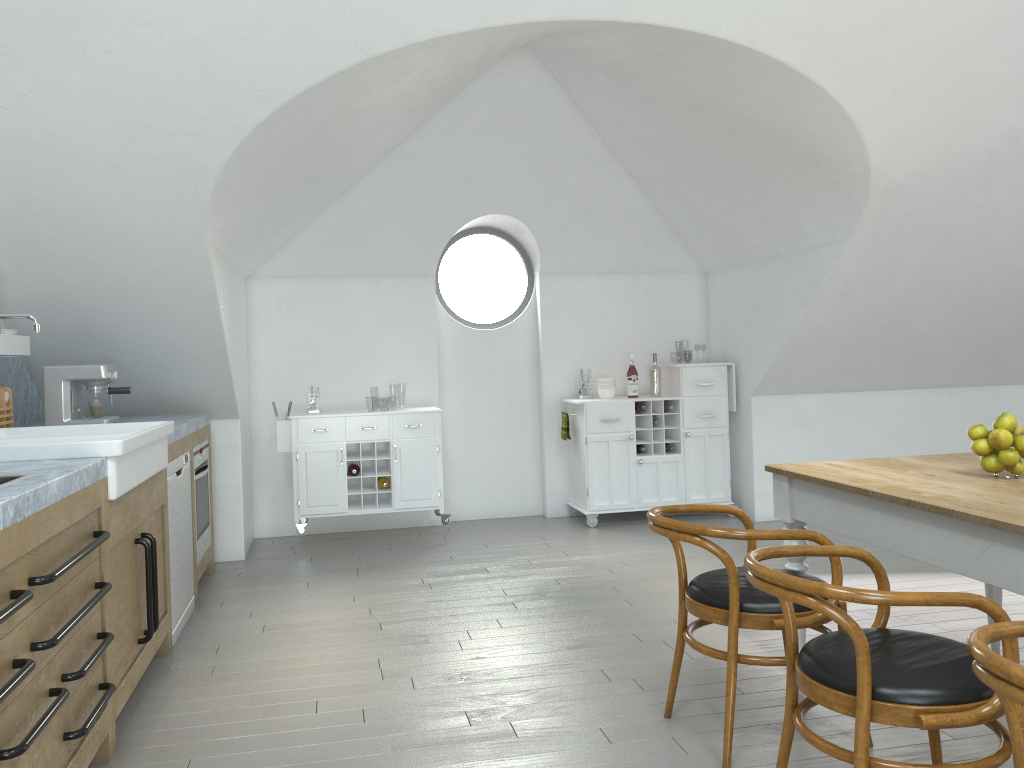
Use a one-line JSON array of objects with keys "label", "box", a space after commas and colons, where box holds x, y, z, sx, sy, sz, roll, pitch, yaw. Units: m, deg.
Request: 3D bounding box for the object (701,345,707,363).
[{"label": "object", "box": [1.474, -0.231, 6.808, 0.046, 0.143, 0.046, -2, 0, 0]}]

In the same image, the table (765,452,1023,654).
[{"label": "table", "box": [1.827, 0.731, 1.896, 1.018, 0.799, 3.349, -2, 2, -12]}]

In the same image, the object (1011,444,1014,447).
[{"label": "object", "box": [1.678, 0.181, 2.978, 0.062, 0.063, 0.063, -1, 1, 41]}]

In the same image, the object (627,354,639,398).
[{"label": "object", "box": [0.909, -0.061, 6.688, 0.081, 0.329, 0.081, -2, 0, -16]}]

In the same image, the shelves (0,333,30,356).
[{"label": "shelves", "box": [-1.830, -0.760, 1.711, 0.480, 1.361, 5.550, -2, 2, -17]}]

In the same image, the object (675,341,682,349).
[{"label": "object", "box": [1.292, -0.243, 6.875, 0.054, 0.179, 0.054, -2, 0, -17]}]

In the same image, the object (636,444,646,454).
[{"label": "object", "box": [0.970, 0.477, 6.668, 0.156, 0.085, 0.331, -2, 2, -11]}]

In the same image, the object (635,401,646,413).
[{"label": "object", "box": [0.932, 0.173, 6.658, 0.092, 0.094, 0.359, -2, 2, -11]}]

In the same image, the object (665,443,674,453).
[{"label": "object", "box": [1.142, 0.474, 6.696, 0.081, 0.081, 0.358, -2, 2, -14]}]

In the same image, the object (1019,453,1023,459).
[{"label": "object", "box": [1.689, 0.212, 2.898, 0.070, 0.072, 0.071, -1, 1, 43]}]

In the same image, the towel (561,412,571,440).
[{"label": "towel", "box": [0.399, 0.316, 6.657, 0.049, 0.204, 0.150, -2, 1, -11]}]

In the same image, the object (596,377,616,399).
[{"label": "object", "box": [0.704, 0.033, 6.619, 0.154, 0.160, 0.158, -2, 1, 16]}]

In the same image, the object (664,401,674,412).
[{"label": "object", "box": [1.137, 0.170, 6.692, 0.087, 0.085, 0.360, -2, 2, -12]}]

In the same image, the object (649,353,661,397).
[{"label": "object", "box": [1.087, -0.068, 6.719, 0.085, 0.331, 0.085, -2, 0, 37]}]

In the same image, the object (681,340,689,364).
[{"label": "object", "box": [1.348, -0.250, 6.906, 0.063, 0.187, 0.063, -2, 0, -25]}]

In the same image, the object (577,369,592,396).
[{"label": "object", "box": [0.560, -0.013, 6.818, 0.115, 0.209, 0.065, -2, 0, -9]}]

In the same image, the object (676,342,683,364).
[{"label": "object", "box": [1.273, -0.233, 6.730, 0.048, 0.169, 0.048, -2, 0, 21]}]

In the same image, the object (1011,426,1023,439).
[{"label": "object", "box": [1.666, 0.167, 2.923, 0.058, 0.057, 0.053, -2, 1, 3]}]

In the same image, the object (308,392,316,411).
[{"label": "object", "box": [-1.385, 0.117, 6.196, 0.097, 0.137, 0.029, -2, 0, -8]}]

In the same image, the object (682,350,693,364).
[{"label": "object", "box": [1.324, -0.201, 6.666, 0.081, 0.105, 0.082, -2, 1, 27]}]

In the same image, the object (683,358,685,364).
[{"label": "object", "box": [1.337, -0.194, 6.751, 0.077, 0.085, 0.077, -2, 1, -4]}]

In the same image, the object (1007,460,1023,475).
[{"label": "object", "box": [1.637, 0.271, 2.877, 0.050, 0.050, 0.051, -2, 1, -8]}]

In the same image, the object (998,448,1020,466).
[{"label": "object", "box": [1.598, 0.234, 2.850, 0.060, 0.056, 0.059, -2, 1, -17]}]

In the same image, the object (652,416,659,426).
[{"label": "object", "box": [1.033, 0.280, 6.685, 0.085, 0.085, 0.331, -2, 2, -12]}]

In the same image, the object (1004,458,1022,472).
[{"label": "object", "box": [1.658, 0.261, 2.944, 0.063, 0.063, 0.064, -2, 1, -1]}]

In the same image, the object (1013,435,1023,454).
[{"label": "object", "box": [1.652, 0.194, 2.848, 0.071, 0.064, 0.072, -2, 1, -18]}]

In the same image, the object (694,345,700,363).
[{"label": "object", "box": [1.417, -0.228, 6.763, 0.046, 0.143, 0.046, -2, 0, 0]}]

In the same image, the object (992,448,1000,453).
[{"label": "object", "box": [1.622, 0.206, 2.982, 0.076, 0.076, 0.077, -3, 1, -45]}]

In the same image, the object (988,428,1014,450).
[{"label": "object", "box": [1.582, 0.179, 2.870, 0.066, 0.071, 0.072, -3, 1, -42]}]

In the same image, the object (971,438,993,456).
[{"label": "object", "box": [1.546, 0.208, 2.915, 0.062, 0.059, 0.062, -2, 1, -8]}]

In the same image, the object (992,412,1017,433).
[{"label": "object", "box": [1.615, 0.129, 2.904, 0.072, 0.074, 0.072, -2, 1, -12]}]

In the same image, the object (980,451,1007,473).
[{"label": "object", "box": [1.587, 0.256, 2.923, 0.078, 0.074, 0.080, -1, 1, 33]}]

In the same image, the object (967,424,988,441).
[{"label": "object", "box": [1.549, 0.162, 2.950, 0.062, 0.059, 0.062, -2, 1, -11]}]

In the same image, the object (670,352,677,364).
[{"label": "object", "box": [1.262, -0.197, 6.805, 0.093, 0.093, 0.094, -2, 1, 21]}]

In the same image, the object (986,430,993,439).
[{"label": "object", "box": [1.601, 0.177, 2.941, 0.053, 0.050, 0.052, -3, 1, -41]}]
